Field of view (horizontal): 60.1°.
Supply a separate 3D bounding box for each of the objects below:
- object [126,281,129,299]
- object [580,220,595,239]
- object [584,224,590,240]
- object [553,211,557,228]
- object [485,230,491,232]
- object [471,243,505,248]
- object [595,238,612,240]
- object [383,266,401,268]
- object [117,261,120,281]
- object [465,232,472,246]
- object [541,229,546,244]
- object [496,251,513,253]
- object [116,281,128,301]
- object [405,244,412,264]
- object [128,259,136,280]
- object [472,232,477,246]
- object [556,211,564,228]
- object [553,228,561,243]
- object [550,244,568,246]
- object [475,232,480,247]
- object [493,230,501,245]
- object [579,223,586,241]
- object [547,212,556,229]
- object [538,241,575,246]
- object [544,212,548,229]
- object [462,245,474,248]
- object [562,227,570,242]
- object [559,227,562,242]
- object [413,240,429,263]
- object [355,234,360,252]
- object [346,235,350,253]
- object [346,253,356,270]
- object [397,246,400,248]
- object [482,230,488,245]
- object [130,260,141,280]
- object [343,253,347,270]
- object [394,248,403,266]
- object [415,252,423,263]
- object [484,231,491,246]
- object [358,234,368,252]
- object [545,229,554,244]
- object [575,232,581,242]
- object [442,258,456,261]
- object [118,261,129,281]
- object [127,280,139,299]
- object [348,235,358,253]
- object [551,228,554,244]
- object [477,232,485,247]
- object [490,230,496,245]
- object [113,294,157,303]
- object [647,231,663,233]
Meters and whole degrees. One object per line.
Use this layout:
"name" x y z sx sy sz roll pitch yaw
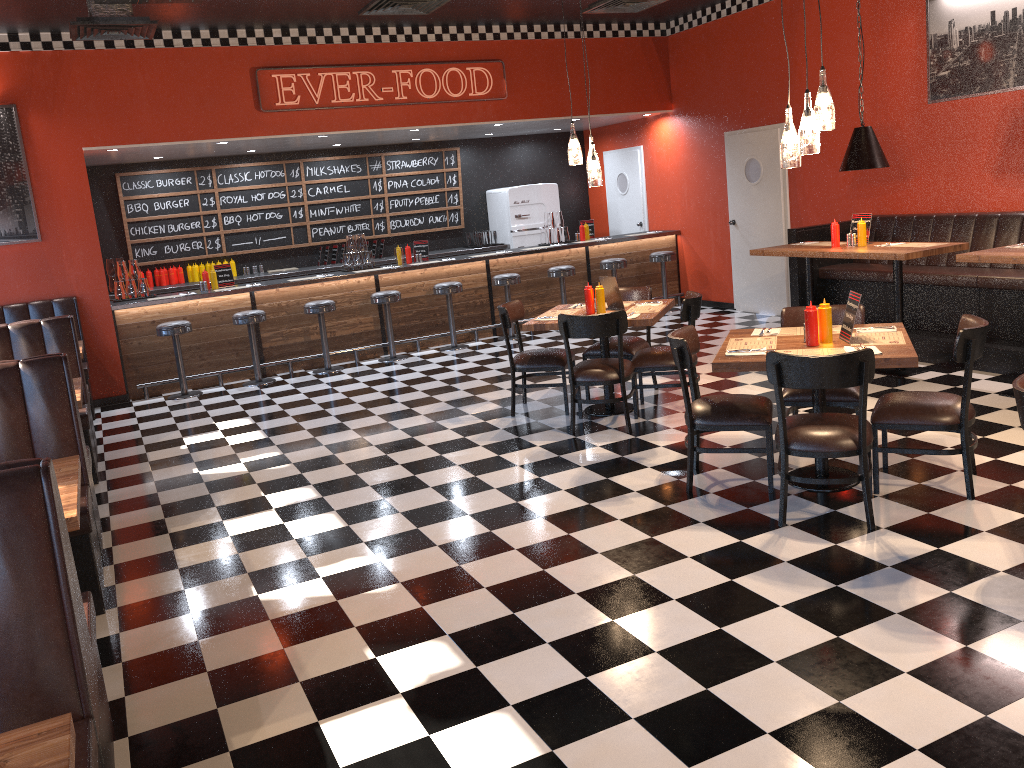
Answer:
"object" -4.102 -1.019 9.542 0.106 0.207 0.105 -14 13 -39
"object" 1.007 -2.060 11.846 0.188 0.255 0.073 -4 10 10
"object" 0.985 -2.018 11.709 0.068 0.236 0.068 1 12 34
"object" 0.566 -2.164 11.660 0.105 0.207 0.106 -2 11 20
"object" -0.343 -2.133 12.927 0.105 0.207 0.106 -2 11 20
"object" -0.346 -1.978 12.663 0.438 0.018 0.274 -11 13 -24
"object" 1.188 -1.910 11.632 0.158 0.019 0.256 -13 14 -29
"object" -1.419 -1.375 10.387 0.158 0.019 0.256 -12 14 -28
"object" -4.169 -1.211 9.477 0.106 0.207 0.105 -14 13 -39
"object" -0.624 -2.098 12.900 0.105 0.207 0.106 -2 11 20
"object" 0.423 -1.931 11.632 0.105 0.207 0.106 -2 11 20
"object" -0.101 -1.643 11.005 0.158 0.019 0.256 -11 13 -23
"object" -4.151 -0.985 9.411 0.106 0.207 0.105 -14 13 -39
"object" -1.254 -1.575 10.715 0.068 0.236 0.068 -8 10 -12
"object" -4.068 -1.233 9.533 0.106 0.207 0.105 -14 13 -39
"object" -0.522 -2.094 12.831 0.105 0.207 0.106 -2 11 20
"object" 0.619 -2.149 11.562 0.105 0.207 0.106 -2 11 20
"object" 0.586 -1.935 11.574 0.105 0.207 0.106 -2 11 20
"object" 0.588 -1.783 11.326 0.158 0.019 0.256 -12 14 -28
"object" -0.470 -2.055 12.629 0.105 0.207 0.106 -2 11 20
"object" -0.211 -2.081 12.626 0.105 0.207 0.106 -2 11 20
"object" 0.925 -1.997 11.640 0.068 0.236 0.068 -5 10 6
"object" 0.508 -2.129 11.524 0.105 0.207 0.106 -2 11 20
"object" 0.584 -1.853 11.650 0.438 0.018 0.274 -11 13 -24
"object" 0.465 -2.142 11.603 0.105 0.207 0.106 -2 11 20
"object" -0.484 -2.023 12.931 0.438 0.018 0.274 -11 13 -24
"object" 0.699 -1.956 11.617 0.105 0.207 0.106 -2 11 20
"object" 0.638 -1.972 11.718 0.105 0.207 0.106 -2 11 20
"object" -1.107 -1.617 10.794 0.188 0.255 0.073 -4 10 10
"object" -1.820 -1.685 10.565 0.105 0.207 0.106 -2 11 20
"object" -1.921 -1.663 10.508 0.105 0.207 0.106 -2 11 20
"object" -1.903 -1.437 10.443 0.105 0.207 0.106 -2 11 20
"object" -1.362 -1.561 10.701 0.068 0.236 0.068 -8 10 -12
"object" -0.392 -2.153 13.043 0.105 0.207 0.106 -2 11 20
"object" -4.015 -1.217 9.435 0.106 0.207 0.105 -14 13 -39
"object" -1.963 -1.452 10.537 0.105 0.207 0.106 -2 11 20
"object" -1.342 -1.514 10.543 0.105 0.207 0.106 -2 11 20
"object" -1.126 -1.533 10.703 0.093 0.135 0.047 -1 11 25
"object" -0.348 -2.066 12.621 0.105 0.207 0.106 -2 11 20
"object" -1.767 -1.669 10.466 0.105 0.207 0.106 -2 11 20
"object" 0.483 -1.917 11.538 0.105 0.207 0.106 -2 11 20
"object" 0.874 -1.958 11.728 0.094 0.135 0.047 -12 12 -29
"object" -0.759 -1.502 10.663 0.157 0.019 0.257 -8 12 -9
"object" -4.125 -1.198 9.397 0.106 0.207 0.105 -14 13 -39
"object" -4.048 -1.004 9.447 0.106 0.207 0.105 -14 13 -39
"object" -1.878 -1.650 10.429 0.105 0.207 0.106 -2 11 20
"object" 0.532 -1.950 11.668 0.105 0.207 0.106 -2 11 20
"object" -0.435 -2.037 12.527 0.105 0.207 0.106 -2 11 20
"object" -0.267 -2.097 12.726 0.105 0.207 0.106 -2 11 20
"object" -4.050 -0.921 9.524 0.438 0.018 0.274 -11 13 -24
"object" 1.917 -2.056 11.966 0.158 0.019 0.257 -9 13 -14
